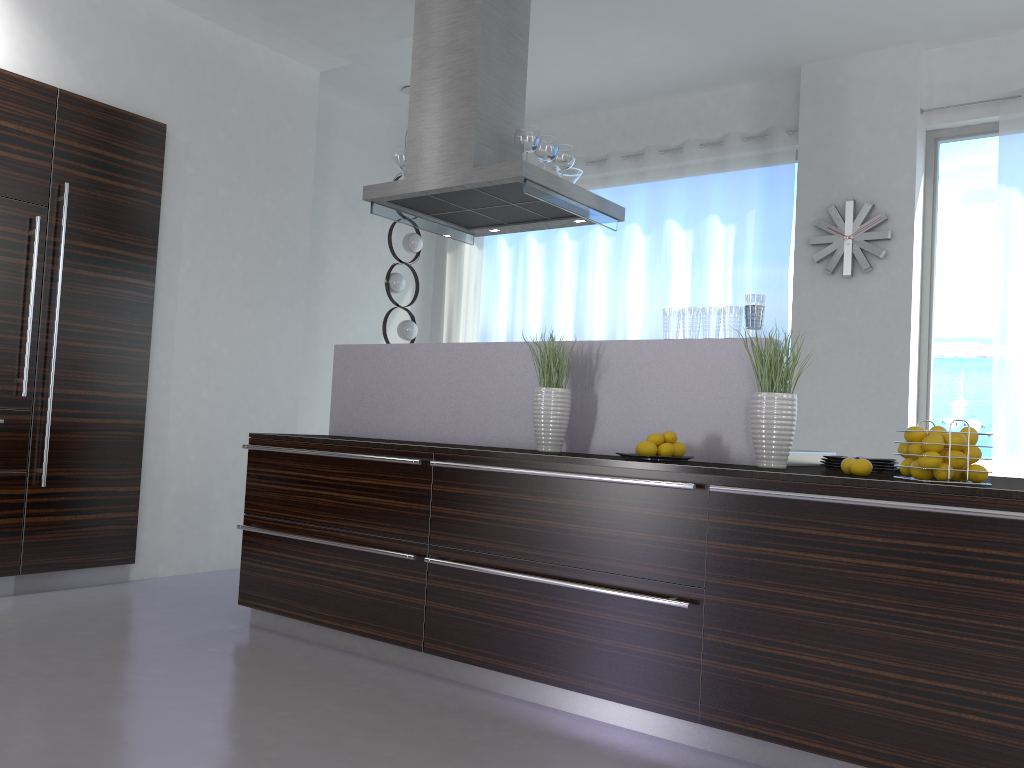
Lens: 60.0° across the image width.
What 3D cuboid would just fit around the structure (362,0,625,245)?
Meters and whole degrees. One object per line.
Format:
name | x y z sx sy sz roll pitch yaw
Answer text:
structure | -0.052 -1.432 4.525 0.981 1.231 0.915 1 -3 36

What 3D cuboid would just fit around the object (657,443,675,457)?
object | 0.527 0.228 3.037 0.061 0.054 0.052 2 -3 13

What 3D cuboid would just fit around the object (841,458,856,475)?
object | 1.015 0.247 2.658 0.053 0.051 0.063 3 -3 5

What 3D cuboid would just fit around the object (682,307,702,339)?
object | 0.669 -0.222 3.310 0.071 0.119 0.072 4 -3 -14

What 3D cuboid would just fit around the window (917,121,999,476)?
window | 3.867 -0.369 4.863 3.000 2.500 0.100 1 -3 36

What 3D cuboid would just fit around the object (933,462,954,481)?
object | 1.185 0.241 2.435 0.051 0.053 0.063 0 -4 44

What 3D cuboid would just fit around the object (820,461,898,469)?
object | 1.213 0.286 3.096 0.232 0.020 0.232 0 -4 45

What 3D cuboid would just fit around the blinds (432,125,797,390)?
blinds | 0.567 -0.258 6.982 3.245 3.112 0.120 1 -3 36

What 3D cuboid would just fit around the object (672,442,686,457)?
object | 0.572 0.228 3.073 0.063 0.053 0.051 4 -3 -13

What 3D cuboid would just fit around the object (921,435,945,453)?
object | 1.165 0.166 2.454 0.053 0.052 0.061 5 -4 -41

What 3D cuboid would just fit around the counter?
counter | 0.522 0.491 3.513 3.291 1.300 1.302 1 -3 36

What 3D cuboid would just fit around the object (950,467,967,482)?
object | 1.248 0.249 2.485 0.061 0.055 0.050 3 -3 -8

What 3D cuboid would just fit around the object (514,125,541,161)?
object | 0.067 -1.070 4.091 0.125 0.221 0.125 5 -3 -29

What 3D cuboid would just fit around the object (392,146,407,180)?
object | -0.551 -1.084 4.492 0.125 0.221 0.125 5 -3 -29

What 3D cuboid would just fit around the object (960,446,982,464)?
object | 1.270 0.196 2.459 0.061 0.054 0.053 3 -3 -8

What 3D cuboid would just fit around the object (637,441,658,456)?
object | 0.462 0.223 3.032 0.070 0.058 0.060 1 -3 35

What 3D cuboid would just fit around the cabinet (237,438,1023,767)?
cabinet | 0.502 0.714 3.495 3.285 0.852 1.377 1 -3 36

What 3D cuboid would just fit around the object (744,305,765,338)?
object | 0.864 -0.218 3.167 0.071 0.119 0.072 4 -3 -14

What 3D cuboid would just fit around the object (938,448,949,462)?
object | 1.208 0.205 2.463 0.051 0.053 0.062 0 -4 44

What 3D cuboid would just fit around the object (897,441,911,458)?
object | 1.147 0.191 2.567 0.053 0.051 0.063 3 -3 5

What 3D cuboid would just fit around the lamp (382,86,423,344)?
lamp | -0.821 -1.093 6.811 0.180 2.370 0.367 2 -3 30

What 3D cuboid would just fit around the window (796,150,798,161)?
window | 0.840 -0.426 7.075 3.000 2.500 0.100 1 -3 36

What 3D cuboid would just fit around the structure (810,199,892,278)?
structure | 2.177 -0.942 5.725 0.505 0.505 0.076 1 -3 36

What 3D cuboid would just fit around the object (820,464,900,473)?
object | 1.212 0.296 3.095 0.232 0.020 0.232 0 -4 45

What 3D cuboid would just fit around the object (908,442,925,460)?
object | 1.153 0.190 2.505 0.062 0.053 0.052 3 -3 8

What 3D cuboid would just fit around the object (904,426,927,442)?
object | 1.149 0.146 2.527 0.053 0.051 0.063 3 -3 -6

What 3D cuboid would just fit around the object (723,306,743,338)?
object | 0.799 -0.219 3.215 0.071 0.119 0.072 4 -3 -14

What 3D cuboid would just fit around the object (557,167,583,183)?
object | 0.294 -1.011 4.573 0.137 0.174 0.137 3 -3 1

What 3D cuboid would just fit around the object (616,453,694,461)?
object | 0.493 0.254 3.071 0.232 0.020 0.232 0 -4 45

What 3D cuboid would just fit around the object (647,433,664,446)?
object | 0.496 0.193 3.068 0.061 0.047 0.053 1 -3 39

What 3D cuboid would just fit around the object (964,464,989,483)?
object | 1.272 0.246 2.431 0.062 0.052 0.053 4 -3 -14

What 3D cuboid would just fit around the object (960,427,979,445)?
object | 1.277 0.149 2.481 0.050 0.060 0.059 1 -3 36

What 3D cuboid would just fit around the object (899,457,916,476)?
object | 1.145 0.237 2.545 0.060 0.057 0.052 1 -3 38

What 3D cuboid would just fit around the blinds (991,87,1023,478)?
blinds | 4.011 -0.193 4.465 2.830 3.112 0.120 1 -3 36

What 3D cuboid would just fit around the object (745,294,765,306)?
object | 0.866 -0.257 3.169 0.071 0.119 0.072 4 -3 -14

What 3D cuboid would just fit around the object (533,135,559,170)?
object | 0.159 -1.059 4.219 0.125 0.221 0.125 5 -3 -29

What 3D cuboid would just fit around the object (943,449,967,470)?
object | 1.216 0.207 2.433 0.061 0.055 0.051 2 -3 15

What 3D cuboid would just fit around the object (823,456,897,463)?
object | 1.126 0.206 3.264 0.269 0.147 0.646 5 -3 -29

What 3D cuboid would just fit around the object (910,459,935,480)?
object | 1.154 0.240 2.485 0.074 0.063 0.064 5 -3 -33

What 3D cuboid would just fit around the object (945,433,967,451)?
object | 1.222 0.157 2.441 0.063 0.053 0.051 5 -4 -41

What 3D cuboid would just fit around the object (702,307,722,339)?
object | 0.734 -0.220 3.263 0.071 0.119 0.072 4 -3 -14

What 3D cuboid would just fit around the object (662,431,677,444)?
object | 0.547 0.186 3.082 0.053 0.048 0.063 3 -3 2

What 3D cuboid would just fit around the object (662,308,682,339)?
object | 0.604 -0.223 3.358 0.072 0.119 0.071 3 -3 -4

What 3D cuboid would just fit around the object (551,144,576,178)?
object | 0.246 -1.049 4.337 0.125 0.221 0.125 5 -3 -29

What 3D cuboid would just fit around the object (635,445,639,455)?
object | 0.460 0.230 3.091 0.063 0.051 0.053 1 -4 40

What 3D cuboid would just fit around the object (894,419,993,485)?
object | 1.212 0.188 2.501 0.189 0.174 0.207 3 -3 1

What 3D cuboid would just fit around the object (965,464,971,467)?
object | 1.274 0.228 2.521 0.062 0.053 0.052 4 -3 -17

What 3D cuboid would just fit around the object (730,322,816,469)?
object | 0.871 0.026 2.925 0.269 0.502 0.247 4 -3 -11

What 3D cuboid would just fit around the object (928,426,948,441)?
object | 1.206 0.145 2.509 0.051 0.053 0.063 1 -3 38

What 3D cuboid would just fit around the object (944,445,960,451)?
object | 1.248 0.178 2.506 0.055 0.051 0.061 1 -3 31

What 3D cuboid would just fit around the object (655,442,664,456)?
object | 0.524 0.231 3.096 0.057 0.060 0.071 1 -3 38

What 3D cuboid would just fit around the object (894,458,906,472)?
object | 1.467 0.291 3.220 0.153 0.069 0.153 4 -3 -20

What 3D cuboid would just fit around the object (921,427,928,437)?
object | 1.178 0.153 2.571 0.052 0.060 0.057 2 -3 24

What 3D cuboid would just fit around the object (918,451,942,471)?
object | 1.146 0.211 2.431 0.061 0.054 0.052 2 -3 13

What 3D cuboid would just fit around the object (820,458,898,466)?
object | 1.213 0.276 3.096 0.232 0.020 0.232 1 -4 40

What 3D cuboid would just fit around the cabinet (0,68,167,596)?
cabinet | -3.250 -0.310 3.534 0.669 2.500 3.600 1 -3 36

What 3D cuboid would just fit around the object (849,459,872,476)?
object | 1.020 0.244 2.594 0.063 0.051 0.053 1 -4 40

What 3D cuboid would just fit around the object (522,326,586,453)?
object | 0.138 0.011 3.430 0.269 0.502 0.247 1 -3 36
